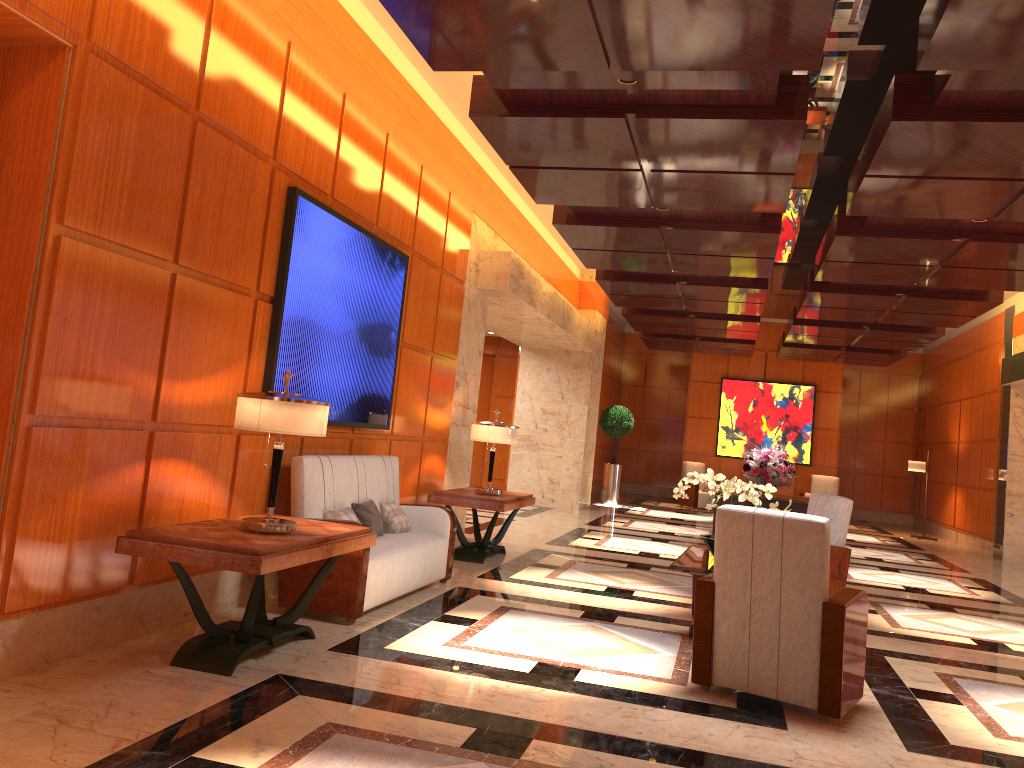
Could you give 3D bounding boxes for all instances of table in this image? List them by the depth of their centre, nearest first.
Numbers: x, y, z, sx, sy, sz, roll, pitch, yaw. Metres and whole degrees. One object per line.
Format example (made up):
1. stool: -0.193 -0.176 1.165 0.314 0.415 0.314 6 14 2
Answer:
1. table: -1.290 1.034 4.448 0.726 0.609 1.265 5 -4 14
2. table: 1.492 1.460 6.020 0.723 0.497 1.554 5 -3 17
3. table: -0.288 1.355 8.521 0.726 0.609 1.265 5 -4 14
4. table: 3.267 1.802 11.453 1.601 0.747 1.594 5 -4 14

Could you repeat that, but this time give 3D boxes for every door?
1. door: -2.341 -0.189 2.910 0.341 2.661 1.531 4 -5 14
2. door: -1.018 0.711 17.549 1.287 2.706 0.339 5 -5 14

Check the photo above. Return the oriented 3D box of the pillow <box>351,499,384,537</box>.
1. pillow: -0.999 0.940 6.131 0.160 0.254 0.356 5 -4 11

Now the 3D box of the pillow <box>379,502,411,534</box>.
1. pillow: -0.860 0.992 6.552 0.202 0.230 0.272 4 -4 17

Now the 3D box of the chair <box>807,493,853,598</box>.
1. chair: 2.376 1.375 7.350 0.628 0.964 0.736 6 -5 -7

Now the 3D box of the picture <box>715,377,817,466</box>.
1. picture: 5.487 0.804 19.190 1.998 1.743 0.056 5 -5 14

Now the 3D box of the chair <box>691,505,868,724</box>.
1. chair: 1.380 1.123 4.547 0.738 0.964 0.626 3 -5 33

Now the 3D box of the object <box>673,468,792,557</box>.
1. object: 1.465 0.892 5.972 0.787 0.619 0.416 6 -5 -8

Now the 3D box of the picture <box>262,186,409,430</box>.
1. picture: -1.193 -0.422 6.369 0.056 1.457 1.989 4 -4 14

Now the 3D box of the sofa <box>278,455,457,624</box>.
1. sofa: -0.931 0.986 6.129 0.613 0.935 1.792 5 -4 15

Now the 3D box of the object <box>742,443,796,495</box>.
1. object: 3.334 1.102 11.500 0.650 0.661 0.677 5 -4 5

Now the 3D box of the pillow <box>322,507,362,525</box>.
1. pillow: -1.076 0.919 5.704 0.195 0.228 0.343 4 -4 19

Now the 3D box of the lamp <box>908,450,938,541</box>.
1. lamp: 7.708 2.074 16.665 0.527 1.667 0.358 5 -5 4

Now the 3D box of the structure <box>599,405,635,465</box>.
1. structure: 2.034 1.256 17.604 0.721 1.719 0.720 6 -5 -8

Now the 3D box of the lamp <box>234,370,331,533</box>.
1. lamp: -1.167 0.323 4.432 0.458 0.796 0.458 8 -5 -24

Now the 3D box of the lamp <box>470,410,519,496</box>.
1. lamp: -0.182 0.647 8.439 0.459 0.813 0.457 4 -5 23

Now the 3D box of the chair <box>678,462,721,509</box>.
1. chair: 3.975 2.151 18.739 0.736 0.964 0.628 8 -5 -27

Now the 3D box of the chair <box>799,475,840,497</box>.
1. chair: 6.328 2.358 18.141 0.738 0.964 0.626 3 -5 33
